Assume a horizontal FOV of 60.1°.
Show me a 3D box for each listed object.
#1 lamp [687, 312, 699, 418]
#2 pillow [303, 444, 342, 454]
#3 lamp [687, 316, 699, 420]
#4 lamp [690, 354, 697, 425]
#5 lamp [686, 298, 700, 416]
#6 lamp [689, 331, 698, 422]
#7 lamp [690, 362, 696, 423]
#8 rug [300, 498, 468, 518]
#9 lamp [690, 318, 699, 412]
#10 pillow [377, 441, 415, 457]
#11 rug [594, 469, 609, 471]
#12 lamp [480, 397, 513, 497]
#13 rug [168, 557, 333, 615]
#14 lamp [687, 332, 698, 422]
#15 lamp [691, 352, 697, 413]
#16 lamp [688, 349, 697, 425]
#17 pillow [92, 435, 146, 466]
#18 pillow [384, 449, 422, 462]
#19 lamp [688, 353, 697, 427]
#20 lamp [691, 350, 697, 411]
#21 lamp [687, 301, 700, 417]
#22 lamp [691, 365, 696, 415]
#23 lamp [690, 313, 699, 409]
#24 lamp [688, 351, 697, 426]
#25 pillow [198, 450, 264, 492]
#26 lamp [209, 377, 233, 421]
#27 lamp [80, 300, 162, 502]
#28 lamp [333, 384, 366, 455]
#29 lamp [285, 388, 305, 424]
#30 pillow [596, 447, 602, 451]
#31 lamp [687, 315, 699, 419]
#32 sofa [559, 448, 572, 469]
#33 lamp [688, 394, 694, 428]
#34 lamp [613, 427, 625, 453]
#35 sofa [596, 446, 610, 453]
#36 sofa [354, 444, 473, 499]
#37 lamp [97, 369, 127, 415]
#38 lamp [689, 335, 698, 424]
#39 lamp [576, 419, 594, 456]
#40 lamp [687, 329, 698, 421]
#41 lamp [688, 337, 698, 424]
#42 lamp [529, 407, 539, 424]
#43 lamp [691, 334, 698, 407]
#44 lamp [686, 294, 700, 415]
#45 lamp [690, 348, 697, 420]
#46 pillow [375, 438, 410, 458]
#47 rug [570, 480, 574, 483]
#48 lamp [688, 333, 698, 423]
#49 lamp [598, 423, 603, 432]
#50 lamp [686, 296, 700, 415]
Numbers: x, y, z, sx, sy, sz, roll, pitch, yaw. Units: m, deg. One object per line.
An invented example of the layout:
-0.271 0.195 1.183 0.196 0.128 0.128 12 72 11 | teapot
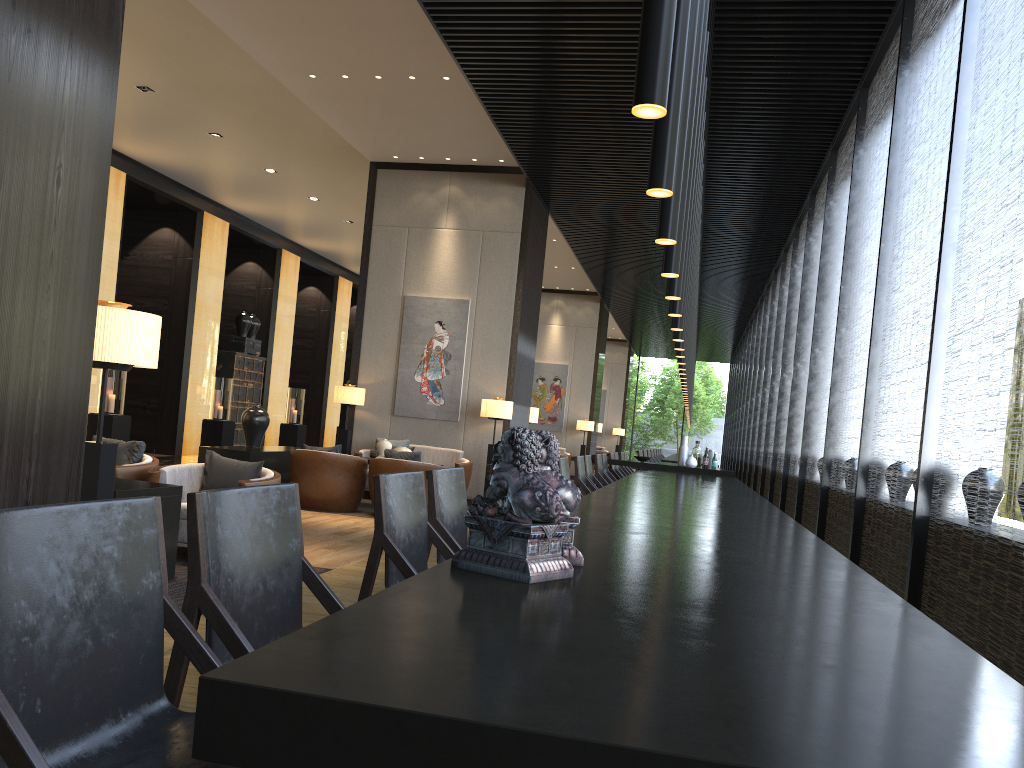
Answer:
3.782 -0.504 18.426 0.060 2.421 0.060 5 1 -23 | lamp
-1.918 0.757 8.891 0.441 0.338 0.205 5 -1 18 | pillow
4.070 -0.406 19.842 0.060 2.421 0.060 5 1 -23 | lamp
5.686 0.147 27.805 0.060 2.421 0.060 6 1 17 | lamp
3.593 -0.569 17.491 0.060 2.421 0.060 5 1 -23 | lamp
4.368 -0.304 21.310 0.060 2.421 0.060 5 1 -23 | lamp
5.388 0.045 26.339 0.060 2.421 0.060 5 1 -23 | lamp
-1.338 1.370 9.794 1.955 0.008 2.245 5 -3 12 | rug
4.151 -0.378 20.243 0.060 2.421 0.060 5 1 -23 | lamp
-1.401 0.879 10.603 0.471 0.361 0.219 5 0 8 | pillow
2.204 2.582 27.246 1.955 0.008 2.245 5 -3 12 | rug
-0.231 0.837 10.508 0.374 1.351 0.376 6 0 41 | lamp
-2.361 1.020 4.753 2.038 0.008 2.245 5 -3 12 | rug
4.470 -0.269 21.814 0.060 2.421 0.060 5 1 -23 | lamp
5.489 0.080 26.836 0.060 2.421 0.060 6 1 17 | lamp
5.083 -0.059 24.833 0.060 2.421 0.060 5 1 -23 | lamp
-2.623 0.532 5.820 0.398 0.362 0.222 5 0 12 | pillow
-1.079 0.825 8.722 0.398 0.362 0.222 5 0 12 | pillow
5.590 0.114 27.333 0.060 2.421 0.060 6 1 17 | lamp
5.184 -0.025 25.332 0.060 2.421 0.060 5 1 -23 | lamp
3.694 -0.535 17.988 0.060 2.421 0.060 5 1 -23 | lamp
5.788 0.182 28.307 0.060 2.421 0.060 6 1 17 | lamp
3.873 -0.473 18.874 0.060 2.421 0.060 5 1 -23 | lamp
5.286 0.010 25.836 0.060 2.421 0.060 5 1 -23 | lamp
-1.785 0.607 5.651 0.441 0.338 0.205 5 -1 18 | pillow
-5.044 0.255 15.356 0.336 0.729 0.337 5 0 17 | lamp
-1.650 0.352 3.517 0.374 1.351 0.376 6 0 41 | lamp
-2.048 0.683 10.879 0.376 1.348 0.374 5 0 -27 | lamp
-4.460 0.455 18.233 0.336 0.729 0.337 5 0 13 | lamp
2.480 2.043 26.264 0.398 0.362 0.222 5 0 12 | pillow
3.966 -0.442 19.330 0.060 2.421 0.060 5 1 -23 | lamp
0.584 1.686 19.309 1.447 0.693 0.603 5 -1 12 | sofa
5.889 0.216 28.805 0.060 2.421 0.060 6 1 17 | lamp
3.332 2.057 28.070 0.374 1.351 0.376 6 0 41 | lamp
2.379 2.300 28.155 1.447 0.693 0.603 5 -1 12 | sofa
-1.180 1.082 10.613 1.447 0.693 0.603 5 -1 12 | sofa
-5.628 0.055 12.478 0.337 0.729 0.336 5 0 -15 | lamp
4.777 -0.164 23.329 0.060 2.421 0.060 5 1 -23 | lamp
1.544 1.445 19.257 0.374 1.351 0.376 6 0 30 | lamp
4.265 -0.339 20.804 0.060 2.421 0.060 5 1 -23 | lamp
4.880 -0.129 23.833 0.060 2.421 0.060 5 1 -23 | lamp
0.128 0.960 12.280 0.375 1.351 0.375 5 0 2 | lamp
4.673 -0.200 22.814 0.060 2.421 0.060 5 1 -23 | lamp
3.390 -0.639 16.491 0.060 2.421 0.060 6 1 7 | lamp
4.982 -0.094 24.335 0.060 2.421 0.060 5 1 -23 | lamp
-1.467 0.861 10.775 0.433 0.400 0.201 6 0 -10 | pillow
0.426 1.973 18.485 1.955 0.008 2.245 5 -3 12 | rug
4.572 -0.234 22.316 0.060 2.421 0.060 5 1 -23 | lamp
1.904 1.568 21.029 0.374 1.351 0.376 6 0 30 | lamp
3.492 -0.604 16.994 0.060 2.421 0.060 5 1 -23 | lamp
